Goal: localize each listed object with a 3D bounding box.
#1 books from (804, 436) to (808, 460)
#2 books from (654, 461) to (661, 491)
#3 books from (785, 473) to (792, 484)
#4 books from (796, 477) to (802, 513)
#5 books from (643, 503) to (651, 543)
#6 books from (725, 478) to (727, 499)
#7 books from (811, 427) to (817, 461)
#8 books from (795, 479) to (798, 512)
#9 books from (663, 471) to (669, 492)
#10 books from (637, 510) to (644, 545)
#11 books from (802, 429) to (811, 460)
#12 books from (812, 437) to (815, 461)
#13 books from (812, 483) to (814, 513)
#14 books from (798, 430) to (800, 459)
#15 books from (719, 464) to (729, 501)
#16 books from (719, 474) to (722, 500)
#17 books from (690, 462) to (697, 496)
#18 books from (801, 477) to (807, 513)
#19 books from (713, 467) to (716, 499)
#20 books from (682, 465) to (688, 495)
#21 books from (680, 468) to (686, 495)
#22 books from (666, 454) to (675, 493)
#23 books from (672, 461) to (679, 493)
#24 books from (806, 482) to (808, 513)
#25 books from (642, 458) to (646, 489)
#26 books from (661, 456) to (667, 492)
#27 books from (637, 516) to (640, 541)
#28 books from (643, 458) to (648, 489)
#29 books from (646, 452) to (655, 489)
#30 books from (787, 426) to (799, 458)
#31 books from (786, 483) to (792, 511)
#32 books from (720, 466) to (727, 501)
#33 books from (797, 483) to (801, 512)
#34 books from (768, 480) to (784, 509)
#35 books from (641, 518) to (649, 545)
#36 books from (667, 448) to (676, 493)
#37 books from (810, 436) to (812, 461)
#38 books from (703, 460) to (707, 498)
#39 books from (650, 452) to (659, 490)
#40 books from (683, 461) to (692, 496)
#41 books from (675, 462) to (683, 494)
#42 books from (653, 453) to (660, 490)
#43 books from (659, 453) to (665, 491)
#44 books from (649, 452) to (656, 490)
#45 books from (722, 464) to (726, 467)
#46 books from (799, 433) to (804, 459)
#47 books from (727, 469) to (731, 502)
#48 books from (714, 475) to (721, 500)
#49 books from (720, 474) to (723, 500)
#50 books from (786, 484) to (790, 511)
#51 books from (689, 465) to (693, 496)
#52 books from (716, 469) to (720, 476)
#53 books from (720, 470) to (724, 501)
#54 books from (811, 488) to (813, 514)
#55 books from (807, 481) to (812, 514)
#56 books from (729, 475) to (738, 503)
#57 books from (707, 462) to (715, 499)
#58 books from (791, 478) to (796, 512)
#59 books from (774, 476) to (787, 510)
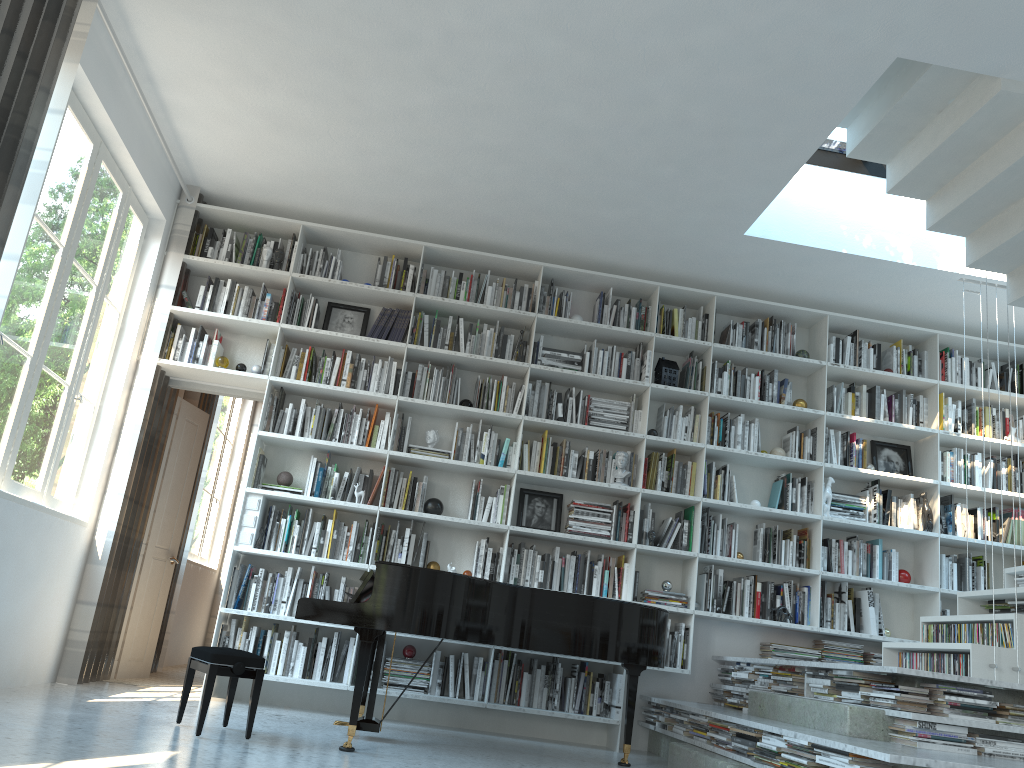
[{"bbox_3d":[2.055,0.489,6.302,0.013,0.201,0.174,9,-16,-5],"label":"books"},{"bbox_3d":[0.990,0.661,6.112,0.015,0.231,0.180,9,-16,-5],"label":"books"},{"bbox_3d":[1.918,0.782,6.213,0.013,0.294,0.154,9,-16,-5],"label":"books"},{"bbox_3d":[1.987,0.801,6.212,0.032,0.274,0.155,9,-16,-5],"label":"books"},{"bbox_3d":[0.905,0.969,6.021,0.013,0.306,0.141,9,-16,-5],"label":"books"},{"bbox_3d":[1.457,0.717,6.163,0.006,0.273,0.167,9,-16,-5],"label":"books"},{"bbox_3d":[2.123,0.459,6.305,0.005,0.277,0.183,9,-16,-5],"label":"books"},{"bbox_3d":[1.955,0.801,6.199,0.015,0.258,0.152,9,-16,-5],"label":"books"},{"bbox_3d":[1.044,0.701,6.131,0.030,0.180,0.132,9,-16,-5],"label":"books"},{"bbox_3d":[0.854,0.988,6.015,0.028,0.252,0.143,9,-16,-5],"label":"books"},{"bbox_3d":[2.074,0.463,6.301,0.016,0.256,0.176,9,-16,-5],"label":"books"},{"bbox_3d":[2.109,0.494,6.301,0.012,0.205,0.170,9,-16,-5],"label":"books"},{"bbox_3d":[2.079,0.827,6.205,0.010,0.245,0.159,9,-16,-5],"label":"books"},{"bbox_3d":[2.004,0.462,6.308,0.016,0.243,0.152,9,-16,-5],"label":"books"},{"bbox_3d":[1.467,0.712,6.166,0.013,0.286,0.159,9,-16,-5],"label":"books"},{"bbox_3d":[1.414,0.741,6.150,0.014,0.208,0.157,9,-16,-5],"label":"books"},{"bbox_3d":[1.234,0.687,6.153,0.033,0.268,0.142,9,-16,-5],"label":"books"},{"bbox_3d":[2.012,0.799,6.193,0.012,0.272,0.184,9,-16,-5],"label":"books"},{"bbox_3d":[1.379,0.714,6.157,0.013,0.255,0.145,9,-16,-5],"label":"books"},{"bbox_3d":[1.172,0.689,6.136,0.028,0.239,0.146,9,-16,-5],"label":"books"},{"bbox_3d":[1.147,0.696,6.111,0.034,0.203,0.182,9,-16,-5],"label":"books"},{"bbox_3d":[1.076,0.640,6.111,0.019,0.292,0.182,9,-16,-5],"label":"books"},{"bbox_3d":[1.101,0.670,6.129,0.033,0.252,0.175,9,-16,-5],"label":"books"},{"bbox_3d":[2.032,0.823,6.211,0.013,0.244,0.159,9,-16,-5],"label":"books"},{"bbox_3d":[0.888,0.642,6.117,0.014,0.243,0.145,9,-16,-5],"label":"books"},{"bbox_3d":[1.026,0.650,6.140,0.035,0.277,0.139,9,-16,-5],"label":"books"},{"bbox_3d":[0.829,0.980,6.017,0.024,0.262,0.154,9,-16,-5],"label":"books"},{"bbox_3d":[0.901,0.646,6.130,0.013,0.246,0.177,9,-16,-5],"label":"books"},{"bbox_3d":[0.937,0.623,6.113,0.035,0.292,0.145,9,-16,-5],"label":"books"},{"bbox_3d":[1.991,0.445,6.299,0.015,0.266,0.164,9,-16,-5],"label":"books"},{"bbox_3d":[1.902,0.812,6.187,0.013,0.218,0.188,9,-16,-5],"label":"books"},{"bbox_3d":[1.452,0.716,6.157,0.006,0.269,0.179,9,-16,-5],"label":"books"},{"bbox_3d":[1.967,0.818,6.189,0.012,0.223,0.178,9,-16,-5],"label":"books"},{"bbox_3d":[1.835,0.795,6.196,0.056,0.240,0.154,9,-16,-5],"label":"books"},{"bbox_3d":[0.880,1.016,5.989,0.027,0.191,0.183,9,-16,-5],"label":"books"},{"bbox_3d":[1.089,0.626,6.136,0.021,0.336,0.170,9,-16,-5],"label":"books"},{"bbox_3d":[2.084,0.490,6.295,0.013,0.204,0.174,9,-16,-5],"label":"books"},{"bbox_3d":[1.312,0.684,6.143,0.035,0.287,0.192,9,-16,-5],"label":"books"},{"bbox_3d":[0.962,0.625,6.111,0.035,0.292,0.145,9,-16,-5],"label":"books"},{"bbox_3d":[1.198,0.678,6.137,0.032,0.265,0.143,9,-16,-5],"label":"books"},{"bbox_3d":[1.126,0.672,6.106,0.027,0.241,0.189,9,-16,-5],"label":"books"},{"bbox_3d":[0.973,0.631,6.127,0.035,0.292,0.145,9,-16,-5],"label":"books"},{"bbox_3d":[1.011,0.633,6.119,0.019,0.293,0.164,9,-16,-5],"label":"books"},{"bbox_3d":[0.948,0.627,6.125,0.035,0.292,0.145,9,-16,-5],"label":"books"},{"bbox_3d":[1.475,0.719,6.209,0.011,0.299,0.089,9,-16,-5],"label":"books"},{"bbox_3d":[2.030,0.474,6.310,0.016,0.227,0.160,9,-16,-5],"label":"books"},{"bbox_3d":[1.486,0.733,6.171,0.007,0.253,0.161,9,-16,-5],"label":"books"},{"bbox_3d":[1.394,0.738,6.121,0.017,0.191,0.192,9,-16,-5],"label":"books"},{"bbox_3d":[1.426,0.739,6.144,0.007,0.211,0.158,9,-16,-5],"label":"books"},{"bbox_3d":[1.892,0.815,6.184,0.006,0.209,0.188,9,-16,-5],"label":"books"},{"bbox_3d":[1.213,0.694,6.150,0.019,0.247,0.149,9,-16,-5],"label":"books"},{"bbox_3d":[1.406,0.723,6.154,0.008,0.241,0.169,9,-16,-5],"label":"books"},{"bbox_3d":[1.438,0.730,6.161,0.017,0.242,0.133,9,-16,-5],"label":"books"},{"bbox_3d":[2.059,0.843,6.208,0.023,0.211,0.165,9,-16,-5],"label":"books"},{"bbox_3d":[2.047,0.816,6.197,0.011,0.252,0.169,9,-16,-5],"label":"books"},{"bbox_3d":[1.516,0.752,6.141,0.051,0.209,0.177,9,-16,-5],"label":"books"},{"bbox_3d":[1.357,0.691,6.131,0.013,0.278,0.192,9,-16,-5],"label":"books"},{"bbox_3d":[1.939,0.797,6.198,0.018,0.262,0.165,9,-16,-5],"label":"books"},{"bbox_3d":[1.874,0.787,6.196,0.021,0.263,0.174,9,-16,-5],"label":"books"}]
